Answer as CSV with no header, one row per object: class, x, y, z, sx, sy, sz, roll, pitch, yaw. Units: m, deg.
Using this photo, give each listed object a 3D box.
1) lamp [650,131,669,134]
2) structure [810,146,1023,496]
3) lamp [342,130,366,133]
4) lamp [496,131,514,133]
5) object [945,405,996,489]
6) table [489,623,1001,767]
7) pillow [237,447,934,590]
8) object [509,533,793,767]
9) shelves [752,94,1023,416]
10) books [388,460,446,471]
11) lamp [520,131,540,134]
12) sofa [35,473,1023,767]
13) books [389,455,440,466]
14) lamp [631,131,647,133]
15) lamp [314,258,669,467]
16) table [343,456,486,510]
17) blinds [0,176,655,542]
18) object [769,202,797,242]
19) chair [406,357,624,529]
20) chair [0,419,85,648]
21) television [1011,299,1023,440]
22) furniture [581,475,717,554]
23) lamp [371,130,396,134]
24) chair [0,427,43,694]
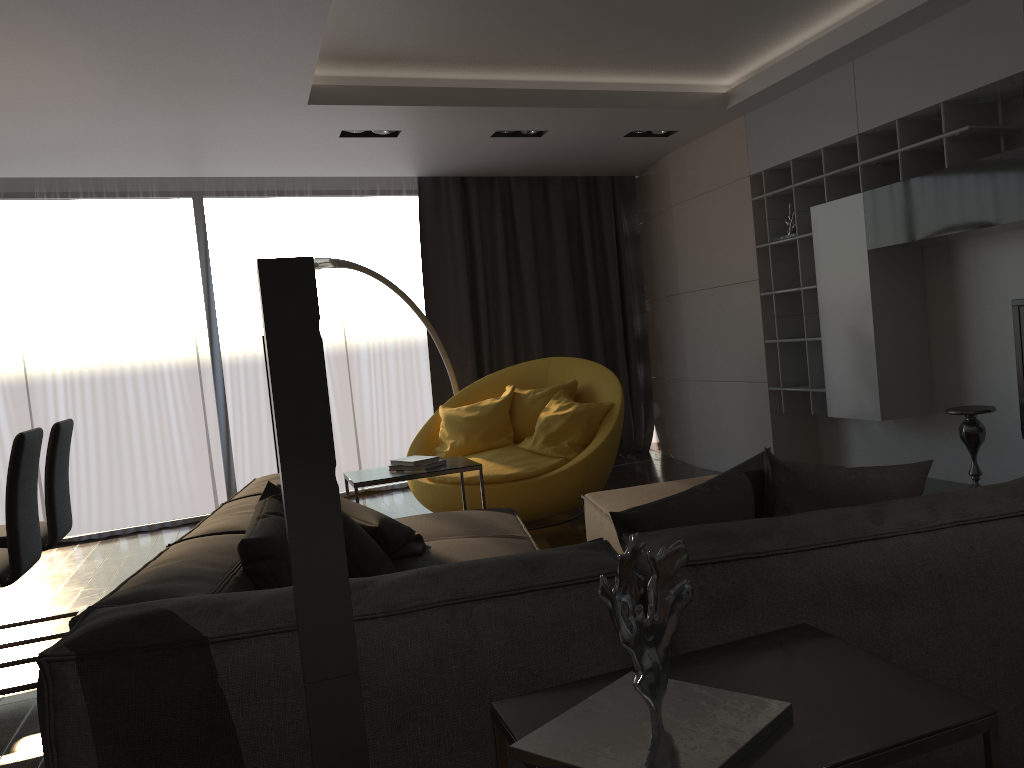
lamp,1.059,-1.814,6.223,0.180,0.077,0.174,-6,3,-7
structure,2.433,-0.185,4.093,0.497,1.766,2.783,-6,3,-17
lamp,-0.970,-1.586,5.421,0.184,0.077,0.169,-7,3,-24
lamp,-0.043,-1.690,5.788,0.177,0.077,0.176,-5,3,0
object,2.344,0.356,4.464,0.251,0.475,0.228,-7,3,-27
table,0.343,0.755,1.313,0.623,0.563,0.434,-6,3,-20
pillow,-0.063,0.419,2.335,2.000,0.431,1.108,-4,3,32
object,0.184,0.347,1.218,0.269,0.287,0.300,-3,3,41
shelves,2.127,-0.609,5.129,0.392,1.600,1.854,-6,3,-17
books,-0.466,0.399,4.329,0.221,0.023,0.170,-4,3,30
lamp,0.131,-1.710,5.856,0.180,0.077,0.174,-6,3,-7
sofa,0.362,0.607,2.907,2.792,0.704,2.435,-6,3,-10
books,-0.480,0.377,4.335,0.164,0.022,0.194,-8,4,-43
lamp,0.886,-1.795,6.154,0.177,0.077,0.176,-5,3,0
lamp,0.287,-0.114,7.040,4.472,1.779,0.550,-8,3,-40
table,-0.466,0.693,4.330,0.623,0.563,0.434,-6,3,-20
blinds,-2.294,-0.394,6.466,7.845,2.894,0.714,-7,3,-28
object,1.849,-1.054,5.679,0.295,0.227,0.274,-6,3,-19
chair,0.030,0.362,5.682,1.440,1.005,1.195,-4,3,37
chair,-2.326,0.679,4.070,0.593,0.964,0.412,-7,3,-20
television,2.707,-0.058,3.856,0.149,0.714,1.063,-6,3,-16
furniture,0.923,0.643,3.802,1.116,0.440,1.075,-6,3,-9
lamp,-0.797,-1.605,5.490,0.180,0.077,0.174,-6,3,-7
chair,-2.130,0.690,3.423,0.593,0.964,0.412,-7,3,-20
